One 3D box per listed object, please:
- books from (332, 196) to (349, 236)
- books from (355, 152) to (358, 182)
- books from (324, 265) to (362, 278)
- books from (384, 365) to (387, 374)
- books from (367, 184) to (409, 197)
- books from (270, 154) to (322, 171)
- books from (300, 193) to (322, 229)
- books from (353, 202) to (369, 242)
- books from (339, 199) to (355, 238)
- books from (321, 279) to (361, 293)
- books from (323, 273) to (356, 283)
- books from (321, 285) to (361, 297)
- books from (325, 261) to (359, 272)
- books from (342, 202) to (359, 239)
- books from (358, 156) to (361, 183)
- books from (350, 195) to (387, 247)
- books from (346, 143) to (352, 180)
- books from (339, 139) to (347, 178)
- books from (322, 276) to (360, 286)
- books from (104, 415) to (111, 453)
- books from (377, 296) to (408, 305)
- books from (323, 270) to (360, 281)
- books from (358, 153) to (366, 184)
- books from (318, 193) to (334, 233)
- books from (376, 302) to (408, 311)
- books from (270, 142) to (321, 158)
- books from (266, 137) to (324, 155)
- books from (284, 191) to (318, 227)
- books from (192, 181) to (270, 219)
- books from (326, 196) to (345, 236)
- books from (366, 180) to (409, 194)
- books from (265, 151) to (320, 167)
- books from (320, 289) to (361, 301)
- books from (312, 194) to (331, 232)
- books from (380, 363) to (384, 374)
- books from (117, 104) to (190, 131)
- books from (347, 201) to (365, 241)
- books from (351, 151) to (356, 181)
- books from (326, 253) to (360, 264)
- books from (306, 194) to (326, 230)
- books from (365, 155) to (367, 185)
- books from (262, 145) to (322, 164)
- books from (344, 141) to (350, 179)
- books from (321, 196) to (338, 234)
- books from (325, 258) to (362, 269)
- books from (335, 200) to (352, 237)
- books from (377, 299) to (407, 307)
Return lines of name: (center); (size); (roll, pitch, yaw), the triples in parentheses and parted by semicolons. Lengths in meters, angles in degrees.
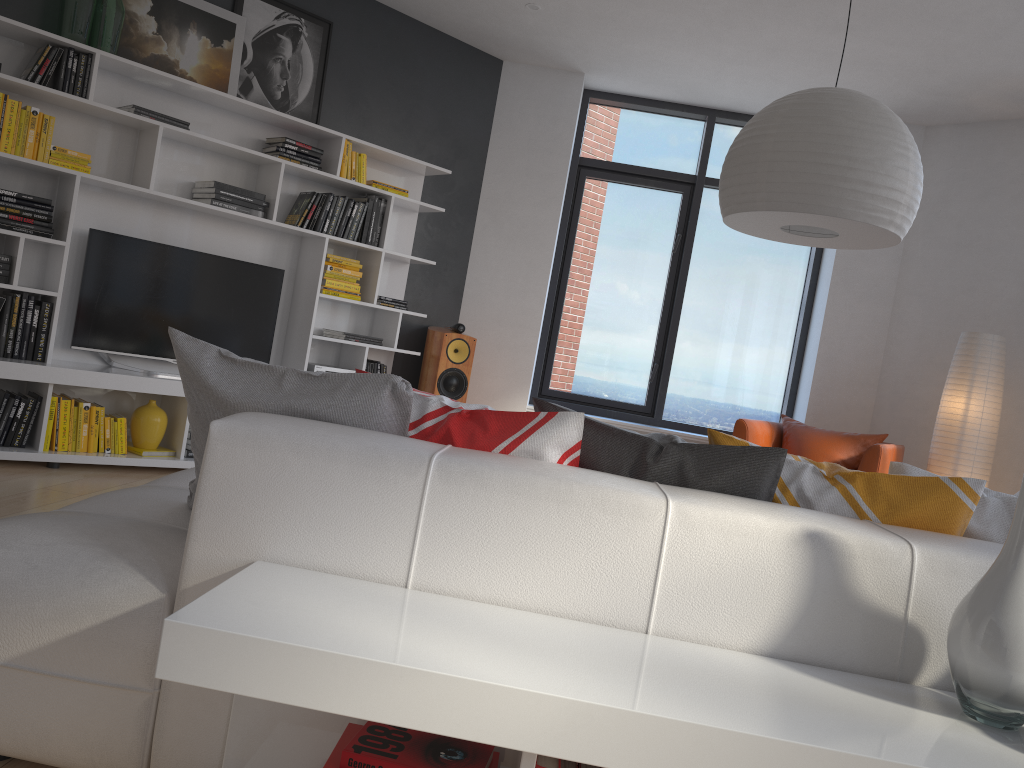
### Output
books: (-1.095, -1.021, 5.413); (0.066, 0.260, 0.197); (8, 2, -42)
books: (-0.976, -1.315, 5.401); (0.044, 0.178, 0.128); (8, 2, -42)
books: (-1.081, -0.704, 5.529); (0.239, 0.033, 0.176); (9, 2, -39)
books: (-0.886, -0.016, 5.796); (0.077, 0.233, 0.179); (8, 2, -42)
books: (-0.815, -1.216, 5.619); (0.257, 0.028, 0.194); (9, 2, -37)
books: (-1.293, -1.290, 5.211); (0.284, 0.030, 0.214); (9, 2, -38)
books: (-1.236, -1.028, 5.290); (0.096, 0.234, 0.187); (8, 2, -41)
books: (-0.988, -1.005, 5.507); (0.066, 0.260, 0.197); (8, 2, -42)
books: (-1.062, -1.013, 5.442); (0.075, 0.254, 0.192); (8, 2, -43)
books: (-1.099, -0.613, 5.518); (0.243, 0.042, 0.189); (8, 2, -42)
books: (-1.096, -0.659, 5.504); (0.217, 0.023, 0.145); (9, 2, -38)
books: (-1.102, -0.580, 5.514); (0.257, 0.024, 0.203); (9, 2, -39)
books: (-1.082, -0.732, 5.526); (0.227, 0.022, 0.160); (9, 2, -26)
books: (-1.035, -1.004, 5.449); (0.071, 0.243, 0.179); (8, 2, -43)
books: (-0.956, -1.302, 5.404); (0.046, 0.161, 0.108); (8, 2, -43)
books: (-0.931, -1.023, 5.591); (0.128, 0.321, 0.259); (8, 2, -42)
books: (-1.029, -1.347, 5.387); (0.054, 0.224, 0.164); (8, 2, -43)
books: (-1.050, -1.351, 5.332); (0.041, 0.229, 0.161); (8, 2, -43)
books: (-1.105, -0.643, 5.525); (0.251, 0.014, 0.189); (9, 2, -39)
books: (-2.114, 0.253, 4.592); (0.056, 0.188, 0.138); (8, 2, -42)
books: (-0.806, -0.545, 5.736); (0.213, 0.023, 0.161); (9, 2, -38)
books: (-1.095, -0.680, 5.524); (0.239, 0.019, 0.171); (8, 2, -42)
books: (-0.946, -1.314, 5.431); (0.064, 0.184, 0.141); (9, 2, -41)
books: (-1.169, -1.029, 5.348); (0.075, 0.254, 0.192); (8, 2, -43)
books: (-0.802, -0.505, 5.723); (0.213, 0.023, 0.161); (9, 2, -38)
books: (-1.274, -1.367, 5.209); (0.246, 0.026, 0.180); (9, 2, -39)
books: (-1.279, -1.395, 5.215); (0.209, 0.030, 0.266); (11, 2, 42)
books: (-1.258, -1.032, 5.264); (0.104, 0.234, 0.182); (8, 2, -42)
books: (-1.593, -1.035, 5.014); (0.277, 0.137, 0.343); (11, 2, 43)
books: (-1.121, -1.020, 5.390); (0.084, 0.249, 0.191); (8, 2, -42)
books: (-0.818, -1.243, 5.622); (0.257, 0.024, 0.203); (9, 2, -39)
books: (-1.292, -1.315, 5.212); (0.264, 0.020, 0.189); (8, 2, -43)
books: (-1.099, -0.553, 5.511); (0.257, 0.028, 0.194); (9, 2, -37)
books: (-1.170, -1.021, 5.314); (0.069, 0.242, 0.172); (9, 2, -41)
books: (-0.889, -0.019, 5.749); (0.066, 0.242, 0.177); (8, 2, -42)
books: (-1.893, -1.388, 4.661); (0.250, 0.047, 0.310); (11, 2, 44)
books: (-1.014, -1.004, 5.483); (0.084, 0.249, 0.191); (8, 2, -42)
books: (-0.995, -1.319, 5.392); (0.054, 0.180, 0.132); (8, 2, -42)
books: (-1.088, -0.781, 5.538); (0.223, 0.023, 0.163); (9, 2, -38)
books: (-1.204, -1.023, 5.300); (0.081, 0.233, 0.169); (8, 2, -43)
books: (-0.935, -1.313, 5.452); (0.044, 0.184, 0.142); (9, 2, -41)
books: (-1.298, -1.343, 5.228); (0.284, 0.030, 0.214); (9, 2, -38)
books: (-1.045, -1.350, 5.361); (0.041, 0.224, 0.163); (8, 2, -44)
books: (-1.146, -1.019, 5.362); (0.068, 0.243, 0.179); (8, 2, -43)
books: (-1.070, -0.754, 5.528); (0.223, 0.023, 0.163); (9, 2, -38)
books: (-1.063, -1.005, 5.407); (0.069, 0.242, 0.172); (9, 2, -41)
books: (-0.801, -0.524, 5.724); (0.198, 0.015, 0.142); (8, 2, -43)
